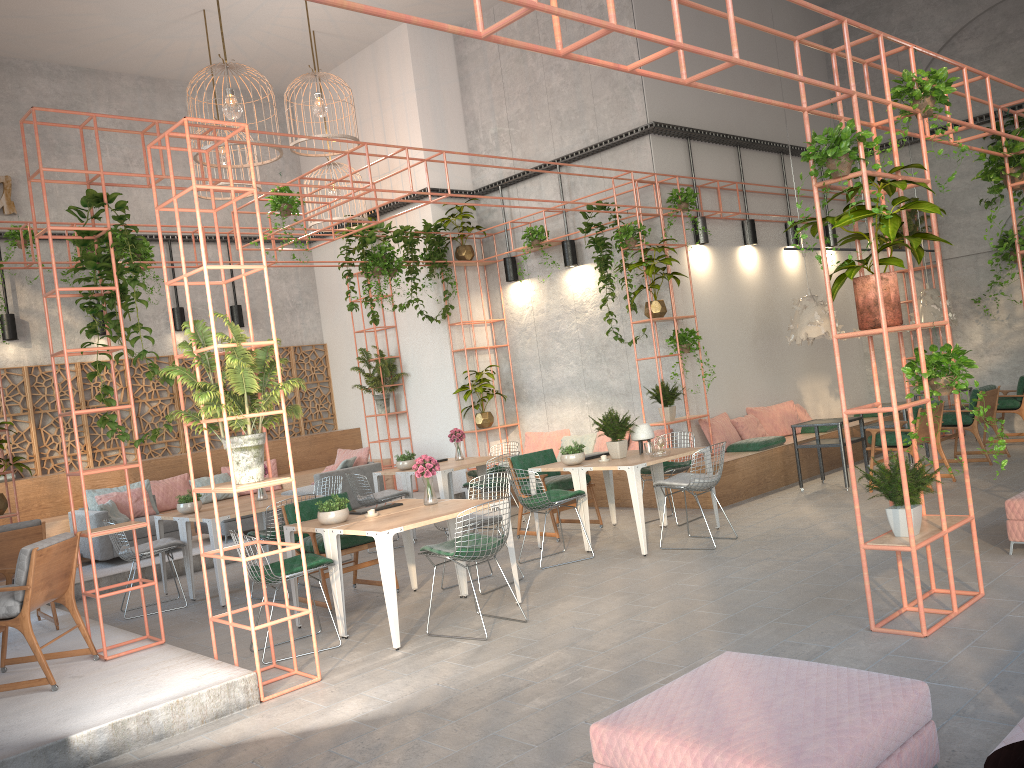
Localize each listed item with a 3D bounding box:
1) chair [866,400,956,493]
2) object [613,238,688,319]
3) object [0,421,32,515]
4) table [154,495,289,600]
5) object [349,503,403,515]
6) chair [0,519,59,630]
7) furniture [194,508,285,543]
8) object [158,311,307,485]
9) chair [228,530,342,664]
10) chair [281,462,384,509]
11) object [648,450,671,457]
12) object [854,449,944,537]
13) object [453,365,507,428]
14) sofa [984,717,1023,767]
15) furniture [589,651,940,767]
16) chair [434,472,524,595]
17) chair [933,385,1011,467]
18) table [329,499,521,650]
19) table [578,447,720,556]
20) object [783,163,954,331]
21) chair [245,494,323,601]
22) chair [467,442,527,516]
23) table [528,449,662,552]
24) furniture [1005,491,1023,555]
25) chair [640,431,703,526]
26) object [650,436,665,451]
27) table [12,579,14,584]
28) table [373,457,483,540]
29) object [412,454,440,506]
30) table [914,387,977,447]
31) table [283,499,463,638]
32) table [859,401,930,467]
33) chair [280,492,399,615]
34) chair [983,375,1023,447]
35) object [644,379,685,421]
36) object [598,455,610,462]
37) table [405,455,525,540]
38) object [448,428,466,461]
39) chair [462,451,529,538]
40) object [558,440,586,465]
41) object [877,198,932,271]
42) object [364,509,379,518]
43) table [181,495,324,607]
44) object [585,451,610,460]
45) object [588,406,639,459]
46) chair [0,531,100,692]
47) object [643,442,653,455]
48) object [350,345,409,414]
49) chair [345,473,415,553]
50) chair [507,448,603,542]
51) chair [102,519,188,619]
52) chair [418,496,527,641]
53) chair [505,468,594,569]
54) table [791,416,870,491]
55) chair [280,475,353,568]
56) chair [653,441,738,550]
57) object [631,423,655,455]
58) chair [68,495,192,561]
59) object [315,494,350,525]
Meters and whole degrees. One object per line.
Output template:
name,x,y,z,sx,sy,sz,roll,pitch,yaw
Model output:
chair,4.409,0.687,9.869,0.722,0.929,0.685,-8,0,-43
object,1.684,-1.263,10.706,0.903,0.947,0.934,-7,0,8
object,-5.238,0.862,8.745,0.903,0.923,0.934,-7,0,13
table,-3.009,1.698,9.397,1.205,0.830,0.694,-8,0,-43
object,-1.159,1.050,7.436,0.427,0.031,0.268,-8,0,-43
chair,-4.259,1.632,7.348,0.722,0.929,0.685,-8,0,-43
furniture,-3.579,1.771,11.787,0.975,0.446,0.941,-8,0,-43
object,-1.781,0.089,5.706,0.900,1.100,0.894,-8,0,-14
chair,-1.649,1.479,6.518,0.717,0.941,0.565,-8,0,-27
chair,-2.553,1.521,12.619,1.052,0.672,1.127,-8,0,-43
object,1.427,0.674,8.569,0.218,0.041,0.218,-8,0,-35
object,2.325,0.651,5.336,0.368,0.527,0.438,-8,0,-43
object,-0.505,0.204,13.277,0.903,0.919,0.934,-7,0,18
sofa,2.456,1.089,2.356,2.219,0.672,1.960,-8,0,-43
furniture,0.961,1.393,3.380,0.976,0.446,0.941,-8,0,-43
chair,-0.309,1.301,7.792,0.717,0.941,0.565,-8,0,-42
chair,5.691,0.516,11.078,0.722,0.930,0.685,-8,0,-43
table,-0.645,1.404,6.782,1.214,0.830,0.694,-8,0,-43
table,1.358,1.125,8.695,1.214,0.830,0.694,-8,0,-43
object,2.117,-0.800,5.220,0.924,0.946,0.923,-7,0,13
chair,-2.187,1.546,8.536,0.717,0.941,0.565,-7,0,43
chair,-0.216,1.281,11.768,0.717,0.941,0.565,-8,0,-42
table,0.883,1.186,9.201,1.205,0.830,0.694,-8,0,-43
furniture,4.293,0.949,6.520,0.976,0.446,0.941,-8,0,-43
chair,1.696,1.033,9.705,0.717,0.941,0.565,-8,0,-42
object,1.490,0.612,8.974,0.165,0.154,0.210,-7,0,37
table,-4.988,1.790,8.157,0.602,0.798,0.635,-8,0,-43
table,-1.028,1.434,11.264,1.205,0.830,0.694,-8,0,-43
object,-0.691,0.783,7.257,0.213,0.414,0.225,-7,0,39
table,6.335,0.496,12.951,0.602,0.798,0.635,-8,0,-43
table,-1.120,1.466,7.288,1.205,0.830,0.694,-8,0,-43
table,5.064,0.665,11.754,0.602,0.798,0.635,-8,0,-43
chair,-1.546,1.468,7.888,0.722,0.917,0.685,-8,0,-43
chair,6.946,0.349,12.261,0.722,0.930,0.685,-8,0,-43
object,1.865,0.193,10.840,0.368,0.527,0.438,-8,0,-43
object,0.906,0.731,8.753,0.115,0.078,0.115,-8,0,-37
table,-0.553,1.372,10.758,1.214,0.830,0.694,-8,0,-43
object,-0.692,0.764,11.270,0.213,0.414,0.225,-7,0,39
chair,-0.205,1.282,10.403,0.717,0.941,0.565,-7,0,43
object,0.601,0.682,8.840,0.254,0.247,0.248,-8,0,-43
object,6.106,-2.336,13.878,0.894,1.101,0.900,-7,0,16
object,-1.113,1.021,7.025,0.115,0.073,0.115,-7,0,41
table,-2.536,1.637,8.892,1.214,0.830,0.694,-8,0,-43
object,0.843,0.758,9.349,0.427,0.031,0.268,-8,0,-43
object,1.020,0.484,8.887,0.368,0.527,0.438,-8,0,-43
chair,-3.250,1.510,5.837,0.685,0.914,0.722,-8,0,-3
object,1.360,0.642,8.803,0.095,0.119,0.095,-8,0,-19
object,-2.126,-0.072,14.168,0.900,1.097,0.894,-8,0,-14
chair,-1.555,1.460,10.494,0.717,0.941,0.565,-8,0,-27
chair,0.460,1.200,9.801,0.722,0.917,0.685,-8,0,-43
chair,-3.537,1.724,8.627,0.717,0.941,0.565,-8,0,-27
chair,-0.299,1.302,6.427,0.717,0.941,0.565,-7,0,43
chair,0.356,1.212,8.431,0.717,0.941,0.565,-8,0,-27
table,3.793,0.835,10.556,0.602,0.798,0.635,-8,0,-43
chair,-2.197,1.545,9.901,0.717,0.941,0.565,-8,0,-42
chair,1.706,1.035,8.340,0.717,0.941,0.565,-7,0,43
object,1.332,0.561,9.018,0.241,0.313,0.241,-7,0,2
chair,-4.774,1.773,11.088,1.127,0.586,1.056,-8,0,-43
object,-1.399,0.974,6.928,0.252,0.247,0.247,-8,0,-43
